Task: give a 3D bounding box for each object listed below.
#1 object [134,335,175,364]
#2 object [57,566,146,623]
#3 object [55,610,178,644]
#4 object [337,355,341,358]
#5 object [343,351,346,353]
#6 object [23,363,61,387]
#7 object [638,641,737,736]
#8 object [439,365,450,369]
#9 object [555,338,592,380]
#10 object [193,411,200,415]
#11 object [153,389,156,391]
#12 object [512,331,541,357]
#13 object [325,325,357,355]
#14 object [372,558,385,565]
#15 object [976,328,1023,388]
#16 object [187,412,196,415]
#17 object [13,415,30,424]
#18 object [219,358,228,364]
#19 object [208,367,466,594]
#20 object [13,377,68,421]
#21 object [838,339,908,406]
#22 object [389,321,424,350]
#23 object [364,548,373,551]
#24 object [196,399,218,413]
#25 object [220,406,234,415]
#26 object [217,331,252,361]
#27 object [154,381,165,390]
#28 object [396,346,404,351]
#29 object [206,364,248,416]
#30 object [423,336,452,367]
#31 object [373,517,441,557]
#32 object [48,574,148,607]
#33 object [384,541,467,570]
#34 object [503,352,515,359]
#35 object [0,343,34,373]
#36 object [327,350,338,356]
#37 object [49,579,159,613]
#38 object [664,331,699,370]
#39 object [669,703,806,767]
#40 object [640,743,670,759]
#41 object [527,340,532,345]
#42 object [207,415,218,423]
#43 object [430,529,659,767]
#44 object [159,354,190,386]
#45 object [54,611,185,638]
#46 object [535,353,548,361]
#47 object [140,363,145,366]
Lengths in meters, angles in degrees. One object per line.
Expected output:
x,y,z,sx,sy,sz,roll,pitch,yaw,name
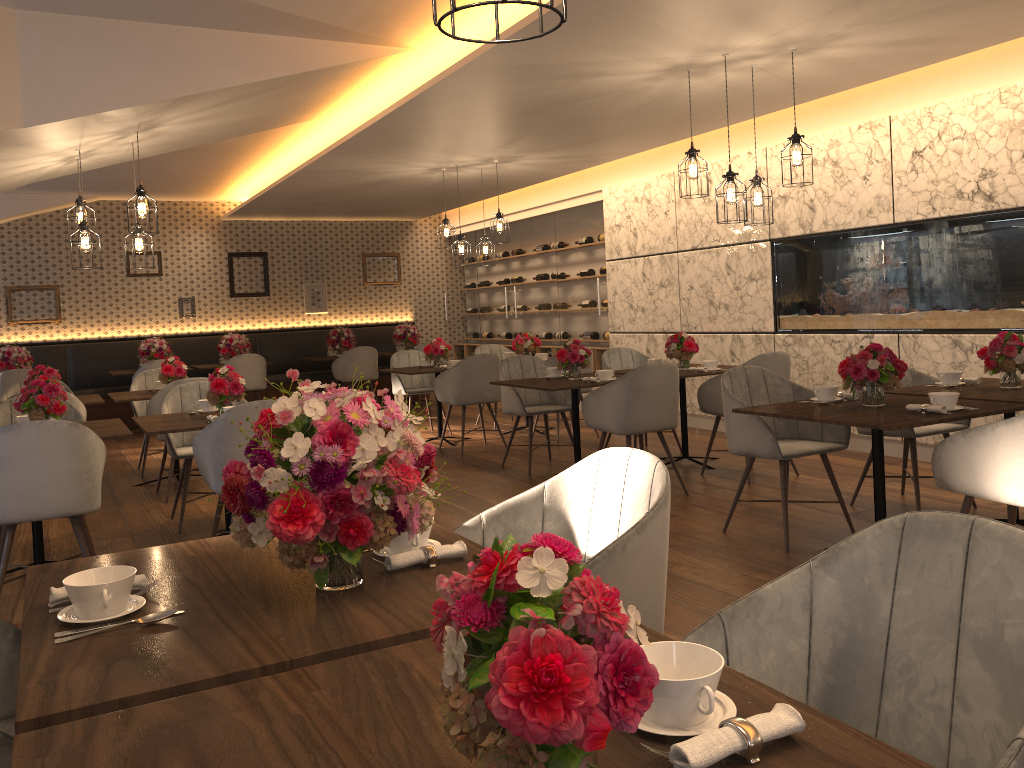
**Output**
-4.390,-0.390,10.884,0.405,0.424,0.421,-2,3,16,object
-0.751,0.386,1.620,0.148,0.072,0.149,-2,4,15,object
-0.680,0.419,1.530,0.197,0.015,0.043,-6,5,-31,object
-2.263,-0.368,11.647,0.056,0.039,0.176,-5,5,-28,object
-2.163,-0.394,11.700,0.148,0.072,0.149,-2,4,15,object
-3.510,-0.011,6.599,0.305,0.301,0.235,0,4,37,object
0.204,0.381,1.110,0.148,0.072,0.149,-2,4,15,object
-0.620,-0.157,8.180,0.056,0.039,0.176,-5,5,-28,object
0.446,-0.186,6.317,0.234,0.301,0.306,-1,4,40,object
-1.859,0.172,5.220,0.022,0.004,0.211,-5,5,-27,object
-2.941,0.053,7.273,0.022,0.004,0.211,-5,5,-27,object
0.144,-0.391,8.925,0.305,0.301,0.235,-3,3,-6,object
-2.295,-0.581,11.890,0.405,0.424,0.421,-2,3,15,object
-0.200,0.362,1.861,0.193,0.024,0.025,-5,4,-28,object
2.499,-0.132,4.454,0.305,0.301,0.235,-3,3,-6,object
-1.894,0.169,5.209,0.043,0.015,0.197,-6,6,-31,object
-2.639,0.209,4.838,0.148,0.072,0.149,0,5,30,object
-3.741,-0.303,11.556,0.148,0.072,0.149,-1,4,20,object
-0.347,0.179,1.730,0.421,0.424,0.405,-5,4,-39,object
-2.428,0.107,4.546,0.305,0.301,0.235,0,4,37,object
1.647,-0.053,4.037,0.305,0.301,0.235,-3,3,5,object
-1.470,-0.660,12.337,0.405,0.424,0.421,-2,3,16,object
-0.288,0.366,1.993,0.211,0.004,0.022,-5,5,-28,object
-1.804,0.130,5.278,0.148,0.072,0.149,0,5,30,object
-1.489,0.158,4.756,0.148,0.072,0.149,0,5,30,object
-3.521,-0.464,11.230,0.420,0.424,0.406,-4,3,-25,object
-2.886,0.010,7.332,0.148,0.072,0.149,0,5,30,object
-1.594,-0.506,12.688,0.148,0.072,0.149,-2,4,15,object
-1.604,0.028,4.994,0.234,0.301,0.306,-3,3,-8,object
-0.710,-0.313,8.510,0.234,0.301,0.306,-1,4,40,object
-0.230,0.333,1.935,0.148,0.072,0.149,-2,4,15,object
-0.804,0.397,1.721,0.176,0.039,0.056,-5,4,-28,object
-0.176,0.356,1.835,0.176,0.039,0.056,-5,4,-28,object
-0.024,-0.289,9.182,0.148,0.072,0.149,1,5,40,object
-5.693,-0.258,10.097,0.421,0.424,0.405,-5,4,-39,object
-2.479,-0.423,12.221,0.148,0.072,0.149,-1,4,20,object
-0.779,0.405,1.695,0.193,0.024,0.025,-5,4,-28,object
1.301,-0.264,6.734,0.234,0.301,0.305,-4,3,-26,object
0.259,0.404,1.010,0.176,0.039,0.056,-5,4,-28,object
0.234,0.410,1.036,0.193,0.024,0.025,-5,4,-28,object
0.154,-0.415,8.844,0.076,0.052,0.048,0,4,42,object
-1.588,0.184,4.704,0.056,0.039,0.176,-5,5,-28,object
0.037,0.291,0.914,0.234,0.301,0.306,-3,3,-8,object
-2.686,-0.090,7.047,0.234,0.301,0.306,-3,3,-8,object
-0.690,0.422,1.564,0.211,0.004,0.022,-5,5,-28,object
0.291,-0.260,8.660,0.148,0.072,0.149,1,5,40,object
-4.598,-0.223,11.105,0.148,0.072,0.149,-1,4,20,object
